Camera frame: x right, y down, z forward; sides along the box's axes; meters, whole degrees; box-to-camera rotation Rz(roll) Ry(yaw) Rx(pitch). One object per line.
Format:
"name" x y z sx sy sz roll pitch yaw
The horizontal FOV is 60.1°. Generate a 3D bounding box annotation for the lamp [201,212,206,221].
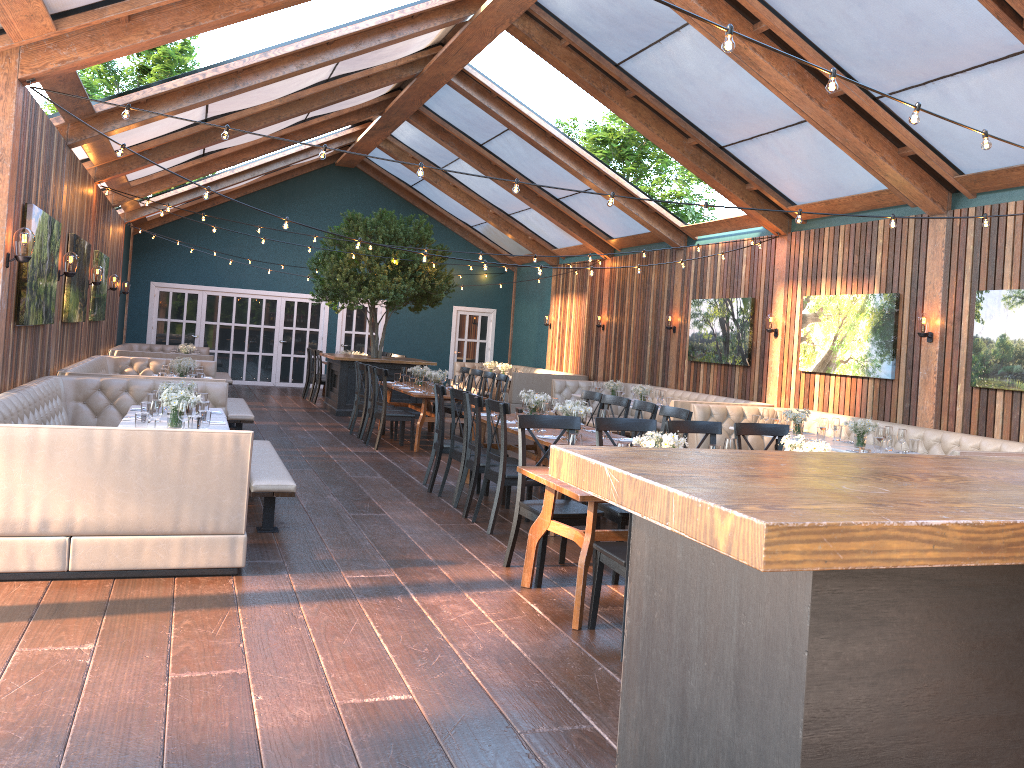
"lamp" -4.190 -2.269 12.022 0.056 0.121 0.056 4 0 4

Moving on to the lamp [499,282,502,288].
"lamp" -0.220 -1.958 17.550 0.056 0.121 0.056 4 0 -43

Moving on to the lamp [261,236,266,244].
"lamp" -3.762 -2.173 13.384 0.056 0.120 0.056 4 0 36

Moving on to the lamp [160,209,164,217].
"lamp" -4.913 -2.408 12.433 0.056 0.118 0.065 4 0 29

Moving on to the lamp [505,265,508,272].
"lamp" -0.108 -2.104 16.108 0.056 0.117 0.068 4 0 -23

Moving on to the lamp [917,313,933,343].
"lamp" 4.537 -0.620 9.729 0.178 0.320 0.146 4 0 -20

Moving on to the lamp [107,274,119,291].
"lamp" -6.537 -1.639 14.493 0.178 0.320 0.146 4 0 -20

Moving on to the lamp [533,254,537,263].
"lamp" 0.321 -1.744 12.305 0.056 0.117 0.067 4 0 33

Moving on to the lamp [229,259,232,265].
"lamp" -5.503 -2.388 17.295 0.056 0.119 0.059 4 0 -16

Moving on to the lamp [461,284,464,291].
"lamp" -0.986 -1.914 17.554 0.056 0.121 0.056 4 0 -44

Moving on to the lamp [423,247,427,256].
"lamp" -1.193 -1.829 12.212 0.056 0.121 0.056 4 0 -45

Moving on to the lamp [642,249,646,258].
"lamp" 1.846 -1.820 12.348 0.063 0.119 0.056 4 0 -27

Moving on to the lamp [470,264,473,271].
"lamp" -0.720 -2.067 15.665 0.060 0.119 0.056 4 0 4

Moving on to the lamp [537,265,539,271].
"lamp" 0.502 -2.172 16.567 0.056 0.121 0.056 4 0 -38

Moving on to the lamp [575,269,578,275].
"lamp" 1.277 -2.223 17.557 0.073 0.115 0.056 4 0 -14

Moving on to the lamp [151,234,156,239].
"lamp" -6.943 -2.856 17.133 0.076 0.114 0.056 4 0 25

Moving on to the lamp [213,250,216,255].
"lamp" -6.109 -2.699 18.203 0.056 0.120 0.056 4 0 -5

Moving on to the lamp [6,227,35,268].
"lamp" -3.735 -1.035 6.735 0.178 0.320 0.146 4 0 -20

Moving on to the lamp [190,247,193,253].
"lamp" -6.234 -2.606 17.216 0.059 0.119 0.056 4 0 -26

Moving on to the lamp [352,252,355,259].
"lamp" -2.560 -2.080 14.311 0.056 0.121 0.056 4 0 -39

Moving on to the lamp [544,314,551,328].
"lamp" 0.802 -1.426 20.072 0.178 0.320 0.146 4 0 -20

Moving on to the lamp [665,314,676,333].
"lamp" 2.668 -1.023 14.904 0.178 0.320 0.146 4 0 -20

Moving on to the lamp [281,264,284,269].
"lamp" -4.967 -2.545 19.162 0.056 0.121 0.056 4 0 4

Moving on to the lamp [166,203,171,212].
"lamp" -4.651 -2.387 11.984 0.056 0.121 0.056 4 0 -17

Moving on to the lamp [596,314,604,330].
"lamp" 1.735 -1.224 17.487 0.178 0.320 0.146 4 0 -20

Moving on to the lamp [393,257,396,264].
"lamp" -1.956 -2.062 14.776 0.056 0.121 0.056 4 0 5

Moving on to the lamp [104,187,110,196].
"lamp" -5.484 -2.609 11.981 0.056 0.119 0.061 4 0 15

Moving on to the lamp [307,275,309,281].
"lamp" -4.019 -2.080 17.430 0.056 0.119 0.060 4 0 17

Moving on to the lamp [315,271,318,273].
"lamp" -4.332 -2.519 19.624 0.067 0.118 0.056 4 0 24

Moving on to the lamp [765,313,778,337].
"lamp" 3.609 -0.821 12.300 0.178 0.320 0.146 4 0 -20

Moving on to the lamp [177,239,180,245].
"lamp" -6.680 -2.837 17.722 0.056 0.121 0.056 4 0 -36

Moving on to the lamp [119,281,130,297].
"lamp" -7.471 -1.840 17.078 0.178 0.320 0.146 4 0 -20

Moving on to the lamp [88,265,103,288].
"lamp" -5.604 -1.438 11.910 0.178 0.320 0.146 4 0 -20

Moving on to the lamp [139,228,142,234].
"lamp" -7.242 -2.990 17.236 0.056 0.120 0.056 4 0 40

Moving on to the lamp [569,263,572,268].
"lamp" 1.128 -2.270 16.991 0.064 0.118 0.056 4 0 -11

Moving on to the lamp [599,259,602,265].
"lamp" 1.742 -2.405 17.437 0.056 0.120 0.056 4 0 9

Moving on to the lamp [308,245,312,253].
"lamp" -3.169 -2.115 13.857 0.056 0.120 0.056 4 0 -33

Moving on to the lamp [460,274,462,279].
"lamp" -1.265 -2.661 21.834 0.056 0.121 0.056 4 0 1

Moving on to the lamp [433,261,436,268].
"lamp" -1.338 -2.055 15.218 0.060 0.119 0.056 4 0 -35

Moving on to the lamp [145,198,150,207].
"lamp" -4.932 -2.455 11.961 0.056 0.120 0.056 4 0 36

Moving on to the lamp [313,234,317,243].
"lamp" -2.701 -1.995 12.125 0.056 0.121 0.056 4 0 -11

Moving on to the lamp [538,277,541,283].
"lamp" 0.539 -2.054 17.551 0.056 0.118 0.066 4 0 -44

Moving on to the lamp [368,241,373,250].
"lamp" -1.945 -1.901 12.177 0.056 0.121 0.056 4 0 21

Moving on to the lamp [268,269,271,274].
"lamp" -4.750 -2.208 17.335 0.056 0.115 0.074 4 0 23

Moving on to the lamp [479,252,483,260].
"lamp" -0.433 -1.775 12.253 0.056 0.121 0.056 4 0 -5

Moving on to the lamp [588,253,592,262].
"lamp" 1.092 -1.757 12.317 0.056 0.121 0.056 4 0 1

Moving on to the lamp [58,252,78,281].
"lamp" -4.664 -1.235 9.306 0.178 0.320 0.146 4 0 -20

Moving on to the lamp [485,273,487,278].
"lamp" -0.644 -2.738 22.270 0.056 0.121 0.056 4 0 -38

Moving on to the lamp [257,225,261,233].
"lamp" -3.451 -2.117 12.074 0.056 0.121 0.056 4 0 -8

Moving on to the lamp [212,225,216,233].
"lamp" -4.337 -2.266 12.901 0.056 0.119 0.062 4 0 22

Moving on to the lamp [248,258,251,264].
"lamp" -5.535 -2.597 18.686 0.056 0.120 0.056 4 0 -18
